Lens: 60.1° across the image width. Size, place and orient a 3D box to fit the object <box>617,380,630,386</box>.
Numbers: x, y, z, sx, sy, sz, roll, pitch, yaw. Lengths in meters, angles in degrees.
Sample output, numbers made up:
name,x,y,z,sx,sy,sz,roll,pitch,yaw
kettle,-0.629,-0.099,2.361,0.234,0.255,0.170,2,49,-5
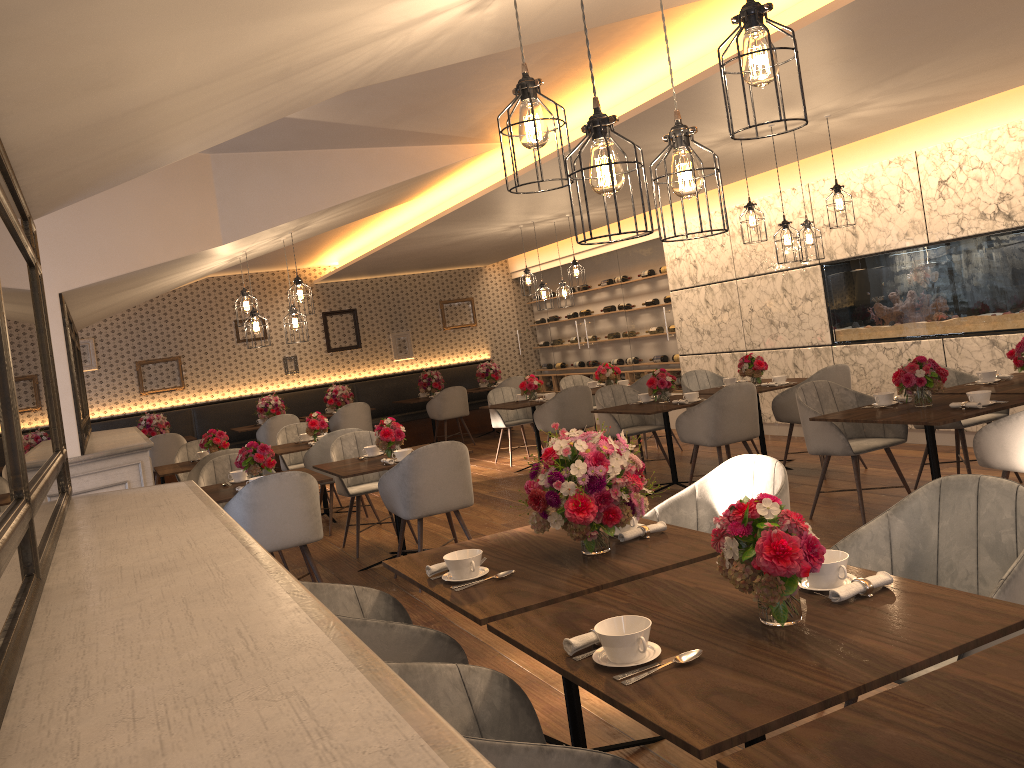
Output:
name,x,y,z,sx,sy,sz,roll,pitch,yaw
object,1.226,-0.002,9.732,0.148,0.072,0.149,-6,3,43

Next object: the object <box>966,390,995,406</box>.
name,x,y,z,sx,sy,sz,roll,pitch,yaw
object,2.517,0.079,4.766,0.148,0.072,0.149,-7,3,18

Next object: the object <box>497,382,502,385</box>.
name,x,y,z,sx,sy,sz,roll,pitch,yaw
object,-0.160,0.004,13.309,0.148,0.072,0.149,-7,3,23

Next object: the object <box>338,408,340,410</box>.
name,x,y,z,sx,sy,sz,roll,pitch,yaw
object,-2.340,0.368,12.279,0.148,0.072,0.149,-7,3,23

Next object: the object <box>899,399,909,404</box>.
name,x,y,z,sx,sy,sz,roll,pitch,yaw
object,2.309,0.103,5.327,0.025,0.024,0.192,-9,3,-25

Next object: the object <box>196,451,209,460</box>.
name,x,y,z,sx,sy,sz,roll,pitch,yaw
object,-2.833,0.657,8.154,0.148,0.072,0.149,-7,3,33

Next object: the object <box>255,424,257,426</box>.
name,x,y,z,sx,sy,sz,roll,pitch,yaw
object,-3.587,0.570,12.339,0.043,0.015,0.197,-10,3,-28

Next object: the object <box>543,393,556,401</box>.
name,x,y,z,sx,sy,sz,roll,pitch,yaw
object,0.401,0.136,9.343,0.148,0.072,0.149,-6,3,43

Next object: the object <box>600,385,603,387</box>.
name,x,y,z,sx,sy,sz,roll,pitch,yaw
object,1.017,0.022,10.294,0.025,0.024,0.192,-9,3,-25

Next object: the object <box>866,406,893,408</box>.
name,x,y,z,sx,sy,sz,roll,pitch,yaw
object,2.176,0.137,5.245,0.022,0.004,0.210,-9,3,-25

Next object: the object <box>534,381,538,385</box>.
name,x,y,z,sx,sy,sz,roll,pitch,yaw
object,0.241,-0.009,9.564,0.077,0.052,0.046,-7,1,27

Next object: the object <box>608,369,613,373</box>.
name,x,y,z,sx,sy,sz,roll,pitch,yaw
object,1.086,-0.140,9.927,0.076,0.053,0.048,-6,2,45

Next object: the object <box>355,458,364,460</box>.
name,x,y,z,sx,sy,sz,roll,pitch,yaw
object,-1.102,0.535,6.386,0.043,0.015,0.197,-10,3,-28

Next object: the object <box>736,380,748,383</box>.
name,x,y,z,sx,sy,sz,roll,pitch,yaw
object,2.081,-0.018,8.071,0.056,0.039,0.175,-9,3,-25

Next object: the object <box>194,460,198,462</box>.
name,x,y,z,sx,sy,sz,roll,pitch,yaw
object,-2.887,0.703,8.097,0.022,0.004,0.210,-9,3,-25

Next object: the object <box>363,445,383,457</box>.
name,x,y,z,sx,sy,sz,roll,pitch,yaw
object,-1.013,0.490,6.451,0.148,0.072,0.149,-7,3,33

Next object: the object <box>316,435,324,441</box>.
name,x,y,z,sx,sy,sz,roll,pitch,yaw
object,-1.698,0.504,8.018,0.148,0.072,0.149,-7,3,33

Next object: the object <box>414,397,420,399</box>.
name,x,y,z,sx,sy,sz,roll,pitch,yaw
object,-1.435,0.211,13.355,0.043,0.015,0.197,-10,3,-28

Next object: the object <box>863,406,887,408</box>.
name,x,y,z,sx,sy,sz,roll,pitch,yaw
object,2.141,0.137,5.236,0.043,0.015,0.197,-10,3,-28

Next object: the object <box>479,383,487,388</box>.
name,x,y,z,sx,sy,sz,roll,pitch,yaw
object,-0.447,0.016,13.845,0.148,0.072,0.149,-7,3,18

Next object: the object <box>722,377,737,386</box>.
name,x,y,z,sx,sy,sz,roll,pitch,yaw
object,1.977,-0.017,8.023,0.148,0.072,0.149,-6,3,43

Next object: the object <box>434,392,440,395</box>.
name,x,y,z,sx,sy,sz,roll,pitch,yaw
object,-1.058,0.154,12.884,0.148,0.072,0.149,-7,3,18

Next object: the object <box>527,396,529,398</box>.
name,x,y,z,sx,sy,sz,roll,pitch,yaw
object,0.219,0.147,9.928,0.056,0.039,0.175,-9,3,-25

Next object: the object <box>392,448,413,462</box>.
name,x,y,z,sx,sy,sz,roll,pitch,yaw
object,-0.726,0.478,5.915,0.148,0.072,0.149,-7,3,33

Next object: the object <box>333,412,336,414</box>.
name,x,y,z,sx,sy,sz,roll,pitch,yaw
object,-2.440,0.402,12.231,0.056,0.039,0.175,-9,3,-25

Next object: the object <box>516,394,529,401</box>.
name,x,y,z,sx,sy,sz,roll,pitch,yaw
object,0.114,0.148,9.879,0.148,0.072,0.149,-6,3,43

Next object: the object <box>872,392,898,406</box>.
name,x,y,z,sx,sy,sz,roll,pitch,yaw
object,2.230,0.091,5.302,0.148,0.072,0.149,-7,3,18

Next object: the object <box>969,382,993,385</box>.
name,x,y,z,sx,sy,sz,roll,pitch,yaw
object,2.965,-0.001,5.626,0.043,0.015,0.197,-10,3,-28

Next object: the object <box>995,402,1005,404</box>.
name,x,y,z,sx,sy,sz,roll,pitch,yaw
object,2.581,0.102,4.823,0.022,0.004,0.210,-9,3,-25

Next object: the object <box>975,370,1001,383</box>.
name,x,y,z,sx,sy,sz,roll,pitch,yaw
object,3.055,-0.046,5.691,0.148,0.072,0.149,-7,3,18

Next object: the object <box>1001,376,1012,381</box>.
name,x,y,z,sx,sy,sz,roll,pitch,yaw
object,3.133,-0.034,5.716,0.025,0.024,0.192,-9,3,-25

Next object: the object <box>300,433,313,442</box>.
name,x,y,z,sx,sy,sz,roll,pitch,yaw
object,-1.985,0.516,8.554,0.148,0.072,0.149,-7,3,33

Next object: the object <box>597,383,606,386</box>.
name,x,y,z,sx,sy,sz,roll,pitch,yaw
object,1.043,0.010,10.317,0.056,0.039,0.175,-9,3,-25

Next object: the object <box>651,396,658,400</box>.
name,x,y,z,sx,sy,sz,roll,pitch,yaw
object,1.257,0.120,7.682,0.056,0.039,0.175,-9,3,-25

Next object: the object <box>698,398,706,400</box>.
name,x,y,z,sx,sy,sz,roll,pitch,yaw
object,1.537,0.120,7.163,0.043,0.015,0.197,-10,3,-28

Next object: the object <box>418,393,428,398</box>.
name,x,y,z,sx,sy,sz,roll,pitch,yaw
object,-1.345,0.166,13.420,0.148,0.072,0.149,-7,3,23

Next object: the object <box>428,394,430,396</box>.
name,x,y,z,sx,sy,sz,roll,pitch,yaw
object,-1.241,0.166,13.469,0.056,0.039,0.175,-9,3,-25

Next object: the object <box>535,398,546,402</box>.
name,x,y,z,sx,sy,sz,roll,pitch,yaw
object,0.301,0.169,9.295,0.056,0.039,0.175,-9,3,-25

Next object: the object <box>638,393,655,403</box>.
name,x,y,z,sx,sy,sz,roll,pitch,yaw
object,1.152,0.120,7.634,0.148,0.072,0.149,-6,3,43

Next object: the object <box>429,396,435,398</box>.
name,x,y,z,sx,sy,sz,roll,pitch,yaw
object,-1.158,0.188,12.836,0.056,0.039,0.175,-9,3,-25

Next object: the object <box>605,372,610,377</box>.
name,x,y,z,sx,sy,sz,roll,pitch,yaw
object,1.064,-0.106,9.928,0.049,0.052,0.077,-8,2,-15

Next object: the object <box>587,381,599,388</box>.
name,x,y,z,sx,sy,sz,roll,pitch,yaw
object,0.938,0.010,10.269,0.148,0.072,0.149,-6,3,43

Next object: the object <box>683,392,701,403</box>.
name,x,y,z,sx,sy,sz,roll,pitch,yaw
object,1.439,0.108,7.097,0.148,0.072,0.149,-6,3,43

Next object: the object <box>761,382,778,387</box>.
name,x,y,z,sx,sy,sz,roll,pitch,yaw
object,2.164,0.004,7.438,0.056,0.039,0.175,-9,3,-25

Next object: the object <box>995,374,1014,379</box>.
name,x,y,z,sx,sy,sz,roll,pitch,yaw
object,3.159,-0.046,5.740,0.056,0.039,0.175,-9,3,-25

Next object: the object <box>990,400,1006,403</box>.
name,x,y,z,sx,sy,sz,roll,pitch,yaw
object,2.615,0.091,4.831,0.043,0.015,0.197,-10,3,-28

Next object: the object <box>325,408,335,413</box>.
name,x,y,z,sx,sy,sz,roll,pitch,yaw
object,-2.627,0.380,12.815,0.148,0.072,0.149,-7,3,23

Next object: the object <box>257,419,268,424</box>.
name,x,y,z,sx,sy,sz,roll,pitch,yaw
object,-3.498,0.525,12.404,0.148,0.072,0.149,-7,3,23

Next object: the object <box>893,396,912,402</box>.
name,x,y,z,sx,sy,sz,roll,pitch,yaw
object,2.335,0.091,5.350,0.056,0.039,0.175,-9,3,-25

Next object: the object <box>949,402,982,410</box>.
name,x,y,z,sx,sy,sz,roll,pitch,yaw
object,2.418,0.113,4.717,0.056,0.039,0.175,-9,3,-25

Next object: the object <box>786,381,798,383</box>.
name,x,y,z,sx,sy,sz,roll,pitch,yaw
object,2.361,-0.018,7.552,0.043,0.015,0.197,-10,3,-28

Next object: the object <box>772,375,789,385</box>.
name,x,y,z,sx,sy,sz,roll,pitch,yaw
object,2.264,-0.030,7.487,0.148,0.072,0.149,-6,3,43

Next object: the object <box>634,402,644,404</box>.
name,x,y,z,sx,sy,sz,roll,pitch,yaw
object,1.063,0.165,7.568,0.043,0.015,0.197,-10,3,-28

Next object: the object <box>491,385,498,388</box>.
name,x,y,z,sx,sy,sz,roll,pitch,yaw
object,-0.259,0.038,13.260,0.056,0.039,0.175,-9,3,-25

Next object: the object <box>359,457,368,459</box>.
name,x,y,z,sx,sy,sz,roll,pitch,yaw
object,-1.067,0.535,6.394,0.022,0.004,0.210,-9,3,-25

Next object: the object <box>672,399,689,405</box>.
name,x,y,z,sx,sy,sz,roll,pitch,yaw
object,1.340,0.142,7.049,0.056,0.039,0.175,-9,3,-25
